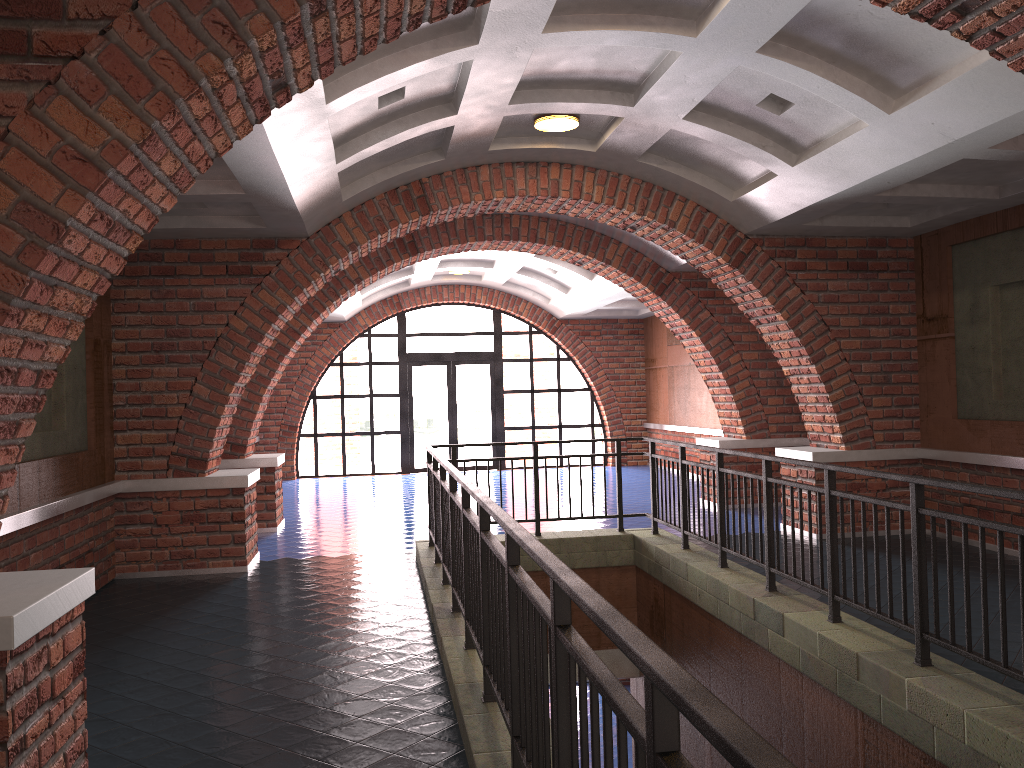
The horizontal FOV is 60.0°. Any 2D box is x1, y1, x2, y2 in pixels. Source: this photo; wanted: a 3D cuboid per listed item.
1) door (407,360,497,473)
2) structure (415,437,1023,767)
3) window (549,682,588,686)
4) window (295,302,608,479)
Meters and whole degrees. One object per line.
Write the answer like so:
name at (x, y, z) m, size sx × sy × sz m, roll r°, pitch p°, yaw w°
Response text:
door at (-1.198, 0.643, 17.859) m, size 1.754 × 2.236 × 0.040 m, roll -2°, pitch -1°, yaw -9°
structure at (1.141, 3.309, 3.459) m, size 2.464 × 5.665 × 11.176 m, roll -2°, pitch -1°, yaw -9°
window at (-1.034, 4.469, 17.812) m, size 6.353 × 3.471 × 0.100 m, roll -2°, pitch -1°, yaw -9°
window at (-1.161, 0.074, 17.869) m, size 6.353 × 3.471 × 0.100 m, roll -2°, pitch -1°, yaw -9°
